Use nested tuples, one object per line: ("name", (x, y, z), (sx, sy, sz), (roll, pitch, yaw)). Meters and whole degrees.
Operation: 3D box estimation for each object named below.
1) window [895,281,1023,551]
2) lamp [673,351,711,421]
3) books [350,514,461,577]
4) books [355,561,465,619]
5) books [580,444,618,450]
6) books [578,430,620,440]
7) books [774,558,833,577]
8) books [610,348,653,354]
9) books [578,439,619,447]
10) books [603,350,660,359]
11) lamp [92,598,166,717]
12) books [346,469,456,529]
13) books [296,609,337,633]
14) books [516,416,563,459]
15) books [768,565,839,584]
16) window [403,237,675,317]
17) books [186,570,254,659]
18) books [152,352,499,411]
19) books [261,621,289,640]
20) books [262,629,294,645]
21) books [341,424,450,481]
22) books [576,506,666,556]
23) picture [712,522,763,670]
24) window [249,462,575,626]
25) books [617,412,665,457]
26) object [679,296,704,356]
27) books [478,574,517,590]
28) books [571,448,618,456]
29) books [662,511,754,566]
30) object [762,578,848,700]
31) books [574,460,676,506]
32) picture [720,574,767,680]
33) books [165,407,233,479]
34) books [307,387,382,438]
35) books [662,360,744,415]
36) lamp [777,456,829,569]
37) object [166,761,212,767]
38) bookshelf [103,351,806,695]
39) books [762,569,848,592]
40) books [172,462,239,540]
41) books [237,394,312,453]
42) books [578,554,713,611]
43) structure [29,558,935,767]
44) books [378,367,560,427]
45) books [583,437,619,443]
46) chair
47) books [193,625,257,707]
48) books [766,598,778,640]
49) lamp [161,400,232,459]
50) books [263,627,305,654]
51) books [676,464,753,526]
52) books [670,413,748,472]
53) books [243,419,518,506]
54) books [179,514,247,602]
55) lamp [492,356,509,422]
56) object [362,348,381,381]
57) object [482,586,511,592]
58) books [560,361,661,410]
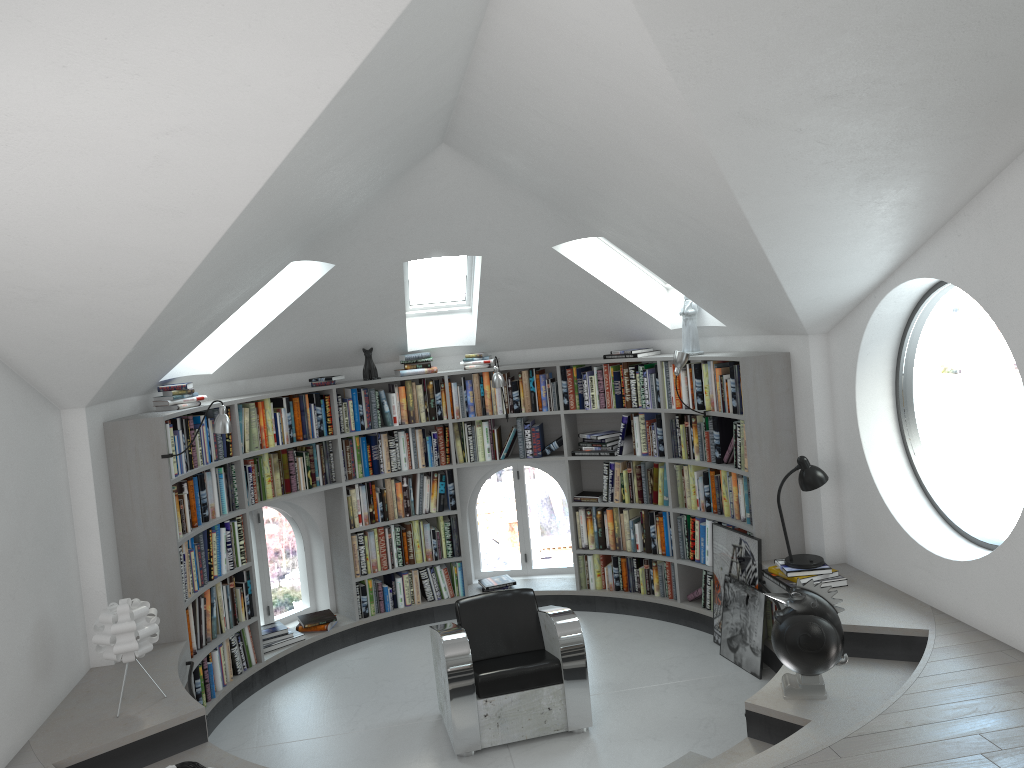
("window", (2.491, 0.138, 4.676), (0.104, 1.468, 1.472), (-6, 3, -8))
("lamp", (1.279, 0.013, 6.234), (0.275, 0.524, 0.112), (-6, 3, -17))
("books", (-0.889, 1.307, 7.352), (1.033, 0.357, 0.293), (-7, 4, -23))
("books", (-0.870, 1.671, 7.357), (1.020, 0.306, 0.288), (-7, 4, -23))
("books", (0.741, 0.509, 7.277), (0.285, 0.031, 0.270), (-3, 5, 27))
("books", (0.732, 0.415, 7.273), (0.269, 0.031, 0.286), (-8, 5, -28))
("books", (1.767, 1.109, 5.392), (0.269, 0.031, 0.286), (-5, 4, 2))
("books", (0.953, -0.261, 7.056), (0.233, 0.027, 0.247), (-8, 5, -35))
("books", (0.738, 0.478, 7.275), (0.285, 0.031, 0.270), (-1, 6, 42))
("books", (0.955, -0.233, 7.058), (0.336, 0.036, 0.317), (-1, 6, 44))
("lamp", (-1.918, 1.349, 4.445), (0.306, 0.524, 0.306), (-6, 3, -19))
("books", (-0.937, 0.925, 7.327), (0.999, 0.351, 0.297), (-7, 4, -24))
("books", (-1.525, 1.864, 6.941), (0.318, 0.099, 0.292), (-6, 4, -6))
("books", (0.262, 0.429, 7.396), (0.399, 0.340, 0.224), (-5, 3, 12))
("books", (1.770, 1.142, 5.394), (0.286, 0.034, 0.304), (-7, 4, -18))
("window", (-0.521, -0.880, 6.560), (4.056, 0.712, 1.935), (-6, 4, -8))
("books", (-2.048, 1.712, 5.594), (0.390, 0.694, 1.643), (-5, 4, 2))
("books", (-1.372, -0.072, 6.833), (2.819, 0.173, 0.747), (-9, 5, -37))
("books", (-1.834, 1.870, 6.722), (0.214, 0.036, 0.226), (-8, 5, -31))
("books", (-1.831, 1.901, 6.723), (0.269, 0.031, 0.286), (-8, 5, -31))
("books", (-0.988, 0.546, 7.349), (1.029, 0.358, 0.300), (-7, 4, -22))
("books", (0.922, 1.149, 7.158), (0.871, 0.350, 0.272), (-3, 4, 33))
("picture", (1.539, 1.433, 6.080), (0.090, 0.862, 0.579), (-6, 3, -18))
("window", (-0.949, 1.301, 7.427), (3.234, 1.149, 0.617), (-7, 3, -22))
("books", (1.093, 0.379, 6.977), (0.553, 0.350, 0.256), (-2, 4, 38))
("object", (1.305, -0.445, 6.532), (0.179, 0.472, 0.179), (-5, 3, 1))
("books", (-0.128, 1.691, 7.555), (0.269, 0.029, 0.253), (-7, 4, -18))
("books", (0.744, 0.542, 7.278), (0.387, 0.042, 0.366), (-3, 5, 32))
("books", (1.547, 1.147, 6.438), (0.304, 0.358, 1.184), (-7, 4, -27))
("object", (1.415, 1.210, 4.266), (0.320, 0.562, 0.320), (-7, 4, -35))
("books", (0.951, 0.768, 7.084), (0.973, 0.352, 0.252), (-3, 4, 34))
("picture", (1.536, 1.607, 5.905), (0.107, 0.554, 0.489), (-6, 3, -18))
("books", (-2.172, 0.383, 5.809), (0.300, 0.361, 1.035), (-5, 4, 8))
("books", (-1.384, 0.219, 7.132), (0.683, 0.345, 0.265), (-8, 4, -31))
("books", (1.471, 0.004, 6.344), (0.293, 0.362, 1.014), (-7, 4, -26))
("lamp", (1.772, 0.764, 5.376), (0.322, 0.659, 0.234), (-5, 3, 7))
("object", (-1.407, 1.763, 3.910), (0.472, 0.082, 0.218), (-1, 6, 45))
("bookshelf", (-0.358, 0.881, 6.637), (4.334, 1.878, 2.111), (-6, 4, -8))
("books", (1.774, 1.178, 5.395), (0.365, 0.042, 0.388), (-6, 4, -8))
("books", (-2.147, 0.768, 5.846), (0.303, 0.347, 1.090), (-5, 4, 8))
("books", (-1.860, 0.288, 6.647), (0.269, 0.372, 0.794), (-3, 5, 35))
("books", (1.153, 1.509, 6.967), (1.496, 0.311, 0.360), (-1, 5, 44))
("structure", (-0.088, 1.726, 5.308), (4.705, 0.692, 4.720), (-2, 5, 37))
("books", (-0.352, 0.092, 7.406), (1.566, 0.366, 0.394), (-5, 3, -3))
("books", (0.735, 0.447, 7.274), (0.226, 0.036, 0.214), (-1, 6, 42))
("chair", (-0.036, 1.707, 5.422), (0.823, 0.718, 0.742), (-6, 4, -13))
("books", (-2.031, 1.879, 5.929), (0.282, 0.319, 0.920), (-5, 4, 10))
("books", (1.766, 1.576, 5.341), (0.272, 0.298, 1.149), (-5, 4, 6))
("lamp", (-1.919, 0.267, 5.385), (0.414, 0.311, 0.117), (-6, 3, -11))
("books", (-1.828, 1.935, 6.724), (0.366, 0.042, 0.388), (-9, 6, -41))
("books", (1.553, 0.768, 6.364), (0.276, 0.347, 1.021), (-7, 4, -23))
("books", (1.510, 0.387, 6.350), (0.280, 0.357, 1.052), (-7, 4, -22))
("books", (-1.098, 0.581, 7.099), (2.532, 0.370, 0.591), (-7, 4, -27))
("books", (-2.074, 1.141, 5.831), (0.260, 0.358, 1.022), (-5, 4, 9))
("lamp", (-0.102, 0.051, 7.170), (0.113, 0.566, 0.358), (-5, 3, -1))
("object", (-1.151, -0.165, 7.223), (0.147, 0.264, 0.202), (-6, 3, -11))
("object", (-0.125, 1.721, 7.556), (0.226, 0.036, 0.214), (-5, 4, 9))
("books", (0.833, 0.004, 7.099), (0.968, 0.367, 0.306), (-2, 4, 35))
